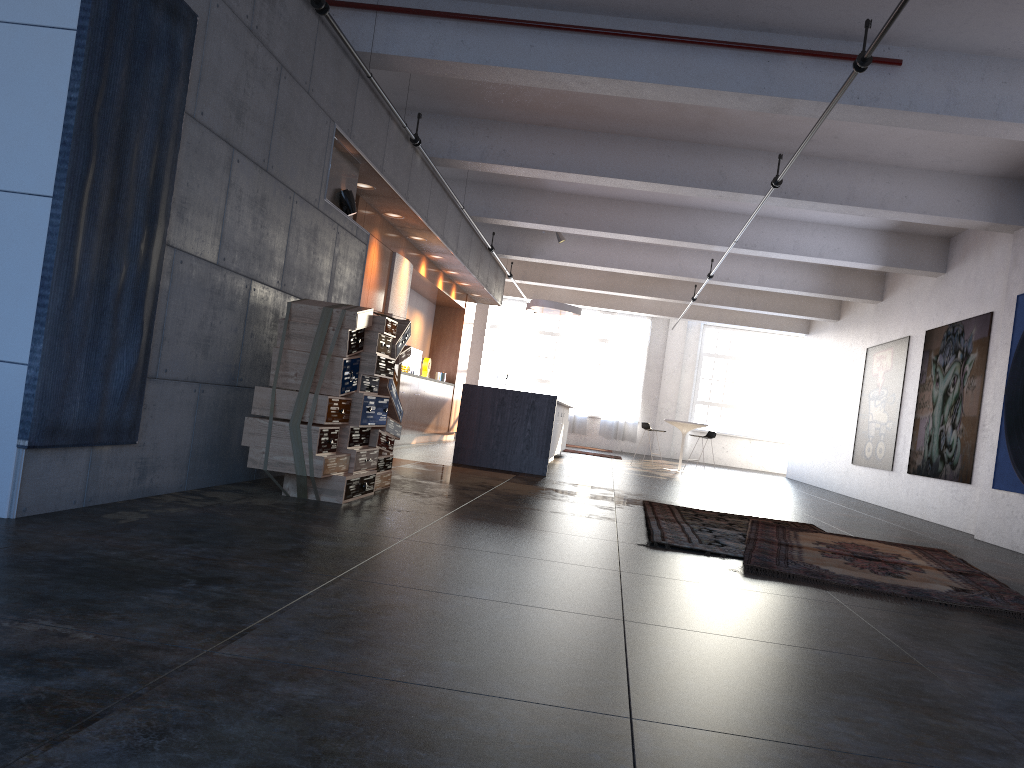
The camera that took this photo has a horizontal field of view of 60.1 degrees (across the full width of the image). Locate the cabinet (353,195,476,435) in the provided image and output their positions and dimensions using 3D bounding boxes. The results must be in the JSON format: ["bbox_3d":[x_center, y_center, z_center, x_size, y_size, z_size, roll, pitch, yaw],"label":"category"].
[{"bbox_3d":[-2.476,-0.673,13.306,2.370,2.562,8.140,8,-2,6],"label":"cabinet"}]

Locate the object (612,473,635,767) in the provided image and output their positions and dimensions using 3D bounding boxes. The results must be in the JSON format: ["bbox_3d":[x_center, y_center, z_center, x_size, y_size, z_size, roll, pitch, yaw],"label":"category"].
[{"bbox_3d":[-1.079,1.057,10.929,19.670,0.001,27.314,8,-2,6],"label":"object"}]

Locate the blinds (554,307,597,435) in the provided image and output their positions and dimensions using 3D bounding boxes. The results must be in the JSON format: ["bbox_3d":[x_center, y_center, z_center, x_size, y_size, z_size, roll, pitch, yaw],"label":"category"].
[{"bbox_3d":[1.754,-0.496,24.171,1.035,3.696,0.339,8,-1,1],"label":"blinds"}]

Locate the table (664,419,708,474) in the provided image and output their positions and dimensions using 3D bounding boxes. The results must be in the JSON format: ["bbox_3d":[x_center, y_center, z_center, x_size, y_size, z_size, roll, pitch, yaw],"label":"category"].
[{"bbox_3d":[3.241,1.191,16.842,0.825,0.951,0.832,8,-1,5],"label":"table"}]

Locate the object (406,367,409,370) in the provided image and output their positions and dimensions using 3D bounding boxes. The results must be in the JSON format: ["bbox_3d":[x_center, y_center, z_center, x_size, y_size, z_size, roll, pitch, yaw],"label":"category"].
[{"bbox_3d":[-1.391,-1.380,10.602,0.053,2.168,6.855,8,-2,-2],"label":"object"}]

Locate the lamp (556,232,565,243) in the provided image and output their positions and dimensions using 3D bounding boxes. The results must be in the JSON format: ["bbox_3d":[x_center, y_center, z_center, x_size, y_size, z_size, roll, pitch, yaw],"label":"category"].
[{"bbox_3d":[0.816,-2.542,15.085,0.224,0.287,0.131,8,-1,-12],"label":"lamp"}]

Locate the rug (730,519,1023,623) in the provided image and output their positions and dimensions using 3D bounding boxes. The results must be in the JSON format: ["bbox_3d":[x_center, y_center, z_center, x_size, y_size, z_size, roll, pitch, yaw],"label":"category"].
[{"bbox_3d":[2.511,1.235,6.266,1.856,0.048,3.562,7,-2,15],"label":"rug"}]

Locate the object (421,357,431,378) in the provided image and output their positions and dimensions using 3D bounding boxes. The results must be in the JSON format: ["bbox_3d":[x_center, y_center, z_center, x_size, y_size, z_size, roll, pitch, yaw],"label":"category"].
[{"bbox_3d":[-1.472,-0.263,15.310,0.099,0.381,0.275,8,-1,6],"label":"object"}]

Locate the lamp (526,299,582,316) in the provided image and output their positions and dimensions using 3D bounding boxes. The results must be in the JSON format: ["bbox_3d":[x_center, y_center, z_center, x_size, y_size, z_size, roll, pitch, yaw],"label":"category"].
[{"bbox_3d":[0.681,-1.433,16.663,1.030,0.130,1.056,9,-2,-38],"label":"lamp"}]

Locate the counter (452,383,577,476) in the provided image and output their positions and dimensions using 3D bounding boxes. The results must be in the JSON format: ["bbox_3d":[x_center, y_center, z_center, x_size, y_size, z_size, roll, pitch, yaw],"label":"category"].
[{"bbox_3d":[0.273,0.694,13.891,1.137,0.971,6.684,8,-2,6],"label":"counter"}]

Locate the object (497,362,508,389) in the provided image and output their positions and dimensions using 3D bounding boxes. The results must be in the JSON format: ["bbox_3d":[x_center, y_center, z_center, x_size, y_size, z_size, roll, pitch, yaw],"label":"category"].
[{"bbox_3d":[-0.353,0.375,22.278,1.176,1.919,1.060,8,-1,5],"label":"object"}]

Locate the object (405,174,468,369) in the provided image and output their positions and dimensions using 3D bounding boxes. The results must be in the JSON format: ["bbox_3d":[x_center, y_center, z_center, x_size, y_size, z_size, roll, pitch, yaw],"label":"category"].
[{"bbox_3d":[-1.678,-0.225,14.013,0.050,0.053,0.065,7,-2,43],"label":"object"}]

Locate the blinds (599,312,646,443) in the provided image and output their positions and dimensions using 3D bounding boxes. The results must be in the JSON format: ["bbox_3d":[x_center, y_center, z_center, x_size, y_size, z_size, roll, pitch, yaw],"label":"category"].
[{"bbox_3d":[3.104,-0.320,24.084,1.027,3.750,0.343,8,-1,2],"label":"blinds"}]

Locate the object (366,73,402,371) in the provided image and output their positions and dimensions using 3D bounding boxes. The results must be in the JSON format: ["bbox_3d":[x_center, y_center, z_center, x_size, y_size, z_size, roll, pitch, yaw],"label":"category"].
[{"bbox_3d":[-1.756,-0.219,14.006,0.053,0.053,0.061,9,-2,-42],"label":"object"}]

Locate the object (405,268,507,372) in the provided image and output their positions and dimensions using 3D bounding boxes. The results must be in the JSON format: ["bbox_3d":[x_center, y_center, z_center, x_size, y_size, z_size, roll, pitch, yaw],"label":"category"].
[{"bbox_3d":[-4.015,-0.201,7.816,0.938,1.214,13.346,7,-2,17],"label":"object"}]

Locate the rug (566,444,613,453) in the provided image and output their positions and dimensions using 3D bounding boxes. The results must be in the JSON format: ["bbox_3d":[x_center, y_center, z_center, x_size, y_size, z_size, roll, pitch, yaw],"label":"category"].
[{"bbox_3d":[1.072,1.551,23.144,3.120,0.009,1.821,8,-2,4],"label":"rug"}]

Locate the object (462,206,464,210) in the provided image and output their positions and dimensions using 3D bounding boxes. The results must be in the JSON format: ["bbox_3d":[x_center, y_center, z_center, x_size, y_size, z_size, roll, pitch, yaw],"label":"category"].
[{"bbox_3d":[-1.708,-0.224,14.059,0.051,0.053,0.063,8,-1,12],"label":"object"}]

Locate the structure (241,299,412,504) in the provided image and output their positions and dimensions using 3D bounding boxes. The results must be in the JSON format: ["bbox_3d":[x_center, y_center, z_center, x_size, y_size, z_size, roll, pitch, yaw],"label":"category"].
[{"bbox_3d":[-1.167,0.100,6.266,0.635,1.315,1.921,8,-1,6],"label":"structure"}]

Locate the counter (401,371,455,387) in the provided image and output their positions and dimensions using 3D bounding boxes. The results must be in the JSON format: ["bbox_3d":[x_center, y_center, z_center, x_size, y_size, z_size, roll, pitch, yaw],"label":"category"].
[{"bbox_3d":[-2.077,-0.177,14.018,1.601,0.039,4.479,8,-2,6],"label":"counter"}]

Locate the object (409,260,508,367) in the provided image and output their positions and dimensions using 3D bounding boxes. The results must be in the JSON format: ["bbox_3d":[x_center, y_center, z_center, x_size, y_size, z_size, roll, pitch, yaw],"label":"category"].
[{"bbox_3d":[-1.642,-0.257,14.035,0.056,0.060,0.053,7,-1,28],"label":"object"}]

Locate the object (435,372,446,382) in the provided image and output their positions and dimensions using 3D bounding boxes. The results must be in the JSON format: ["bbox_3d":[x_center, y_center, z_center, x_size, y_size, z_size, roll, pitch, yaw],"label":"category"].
[{"bbox_3d":[-1.286,-0.118,15.933,0.195,0.170,0.186,9,-2,-36],"label":"object"}]

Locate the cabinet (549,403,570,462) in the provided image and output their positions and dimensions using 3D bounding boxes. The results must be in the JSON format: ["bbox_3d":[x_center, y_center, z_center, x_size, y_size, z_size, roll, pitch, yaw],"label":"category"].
[{"bbox_3d":[0.347,0.752,14.500,0.918,0.930,5.672,8,-2,6],"label":"cabinet"}]

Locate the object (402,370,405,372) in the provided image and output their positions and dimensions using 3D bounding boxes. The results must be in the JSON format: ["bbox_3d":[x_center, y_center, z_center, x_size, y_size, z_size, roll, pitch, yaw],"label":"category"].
[{"bbox_3d":[-1.706,-0.197,13.936,0.052,0.053,0.061,8,-1,-13],"label":"object"}]

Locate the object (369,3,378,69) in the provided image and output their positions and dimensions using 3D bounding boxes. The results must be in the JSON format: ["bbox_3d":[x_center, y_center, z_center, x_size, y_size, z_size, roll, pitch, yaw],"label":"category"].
[{"bbox_3d":[-1.775,-0.269,13.996,0.052,0.053,0.062,9,-2,-37],"label":"object"}]

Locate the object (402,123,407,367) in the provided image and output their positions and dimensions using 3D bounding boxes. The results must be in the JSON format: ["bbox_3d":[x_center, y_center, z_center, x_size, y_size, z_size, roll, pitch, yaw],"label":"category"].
[{"bbox_3d":[-1.682,-0.266,14.066,0.063,0.051,0.053,8,-1,-3],"label":"object"}]

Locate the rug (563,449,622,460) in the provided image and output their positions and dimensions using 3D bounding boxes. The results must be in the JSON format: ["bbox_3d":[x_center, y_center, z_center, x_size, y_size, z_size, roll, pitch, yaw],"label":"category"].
[{"bbox_3d":[0.976,1.420,19.434,2.874,0.029,1.862,8,-2,5],"label":"rug"}]

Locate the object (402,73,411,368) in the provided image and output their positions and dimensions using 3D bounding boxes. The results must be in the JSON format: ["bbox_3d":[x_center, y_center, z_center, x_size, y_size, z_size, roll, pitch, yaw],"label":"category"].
[{"bbox_3d":[-1.740,-0.279,13.940,0.058,0.059,0.052,7,-2,40],"label":"object"}]

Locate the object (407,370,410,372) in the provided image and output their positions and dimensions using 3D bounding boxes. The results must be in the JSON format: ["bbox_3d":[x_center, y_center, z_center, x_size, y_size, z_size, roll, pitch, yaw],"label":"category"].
[{"bbox_3d":[-3.505,-1.723,8.479,0.061,2.209,11.981,8,-2,20],"label":"object"}]

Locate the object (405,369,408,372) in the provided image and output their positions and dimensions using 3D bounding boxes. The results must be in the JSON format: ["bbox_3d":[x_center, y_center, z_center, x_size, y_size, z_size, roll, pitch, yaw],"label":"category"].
[{"bbox_3d":[-1.149,-1.280,12.851,0.054,2.227,2.380,8,-1,-18],"label":"object"}]

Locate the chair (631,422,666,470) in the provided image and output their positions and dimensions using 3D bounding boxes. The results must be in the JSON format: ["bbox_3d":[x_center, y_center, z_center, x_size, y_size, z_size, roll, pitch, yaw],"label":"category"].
[{"bbox_3d":[2.578,1.183,16.561,0.512,0.895,0.457,8,-1,-18],"label":"chair"}]

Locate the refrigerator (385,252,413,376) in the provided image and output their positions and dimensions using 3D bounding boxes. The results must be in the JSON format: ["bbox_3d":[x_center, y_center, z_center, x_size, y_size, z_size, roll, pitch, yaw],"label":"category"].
[{"bbox_3d":[-1.582,-0.512,11.251,0.219,2.190,0.958,8,-1,4],"label":"refrigerator"}]

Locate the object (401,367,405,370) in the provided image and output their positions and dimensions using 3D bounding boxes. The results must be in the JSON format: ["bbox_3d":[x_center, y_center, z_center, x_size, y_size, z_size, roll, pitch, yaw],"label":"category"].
[{"bbox_3d":[-1.356,-1.356,11.212,0.056,2.189,5.615,8,-2,-4],"label":"object"}]

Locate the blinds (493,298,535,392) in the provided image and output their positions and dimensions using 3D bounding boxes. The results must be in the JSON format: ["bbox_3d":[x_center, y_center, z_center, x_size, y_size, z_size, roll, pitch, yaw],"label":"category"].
[{"bbox_3d":[0.078,-0.710,24.294,1.029,3.674,0.362,8,-1,3],"label":"blinds"}]

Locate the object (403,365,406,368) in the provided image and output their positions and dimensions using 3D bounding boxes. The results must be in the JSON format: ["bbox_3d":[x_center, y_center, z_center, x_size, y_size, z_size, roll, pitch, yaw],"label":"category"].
[{"bbox_3d":[-1.582,-1.466,9.105,0.058,2.164,9.901,8,-2,0],"label":"object"}]

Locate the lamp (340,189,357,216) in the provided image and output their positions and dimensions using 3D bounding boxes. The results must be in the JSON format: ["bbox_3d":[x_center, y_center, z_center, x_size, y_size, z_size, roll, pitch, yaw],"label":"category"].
[{"bbox_3d":[-1.421,-1.530,7.531,0.214,0.258,0.169,8,-1,-14],"label":"lamp"}]
